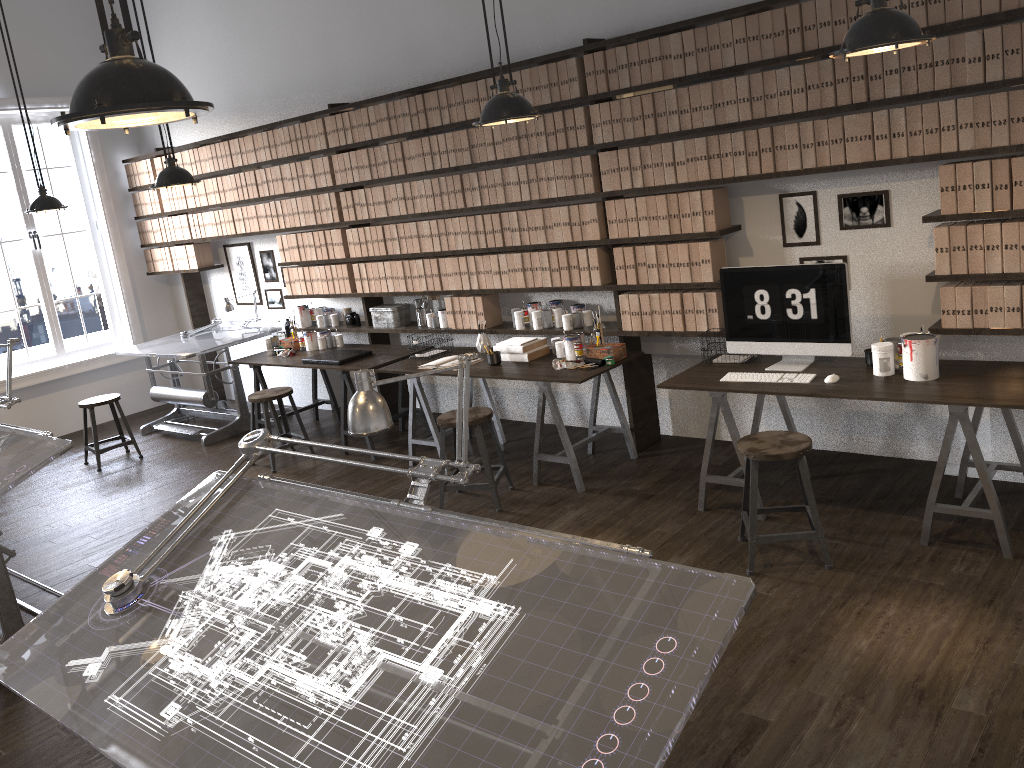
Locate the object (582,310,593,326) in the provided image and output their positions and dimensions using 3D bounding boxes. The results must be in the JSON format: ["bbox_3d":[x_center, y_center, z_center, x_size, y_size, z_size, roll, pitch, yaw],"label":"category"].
[{"bbox_3d":[0.476,-0.413,5.563,0.062,0.095,0.062,-12,12,-16],"label":"object"}]

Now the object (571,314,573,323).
[{"bbox_3d":[0.365,-0.398,5.613,0.054,0.080,0.055,-1,13,31],"label":"object"}]

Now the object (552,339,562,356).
[{"bbox_3d":[0.283,-0.224,5.453,0.063,0.092,0.063,-10,12,-7],"label":"object"}]

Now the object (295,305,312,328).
[{"bbox_3d":[-1.721,-0.559,7.321,0.107,0.175,0.108,2,15,42],"label":"object"}]

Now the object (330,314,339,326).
[{"bbox_3d":[-1.428,-0.514,7.133,0.062,0.093,0.062,-2,13,27],"label":"object"}]

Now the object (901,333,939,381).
[{"bbox_3d":[1.809,-0.116,3.922,0.144,0.194,0.147,-5,12,14],"label":"object"}]

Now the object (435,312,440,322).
[{"bbox_3d":[-0.521,-0.474,6.422,0.062,0.092,0.064,-8,12,4],"label":"object"}]

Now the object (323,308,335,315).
[{"bbox_3d":[-1.493,-0.553,7.280,0.094,0.127,0.095,-12,12,-18],"label":"object"}]

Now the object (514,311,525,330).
[{"bbox_3d":[0.051,-0.415,5.784,0.062,0.118,0.062,-8,11,1],"label":"object"}]

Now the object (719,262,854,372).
[{"bbox_3d":[1.366,-0.338,4.394,0.644,0.513,0.206,3,15,41],"label":"object"}]

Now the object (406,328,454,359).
[{"bbox_3d":[-0.554,-0.277,6.054,0.204,0.159,0.287,2,17,40],"label":"object"}]

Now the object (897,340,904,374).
[{"bbox_3d":[1.792,-0.119,4.030,0.068,0.153,0.069,-5,12,18],"label":"object"}]

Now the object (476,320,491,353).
[{"bbox_3d":[-0.197,-0.316,5.900,0.101,0.207,0.102,-9,11,-3],"label":"object"}]

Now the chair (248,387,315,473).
[{"bbox_3d":[-1.684,0.315,6.350,0.361,0.523,0.372,-18,15,-39],"label":"chair"}]

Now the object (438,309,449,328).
[{"bbox_3d":[-0.471,-0.466,6.304,0.095,0.127,0.095,-18,15,-41],"label":"object"}]

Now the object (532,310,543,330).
[{"bbox_3d":[0.163,-0.409,5.693,0.062,0.118,0.062,-6,11,10],"label":"object"}]

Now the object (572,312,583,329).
[{"bbox_3d":[0.411,-0.398,5.541,0.063,0.094,0.063,-12,12,-16],"label":"object"}]

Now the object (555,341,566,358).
[{"bbox_3d":[0.297,-0.210,5.384,0.062,0.093,0.062,-8,11,1],"label":"object"}]

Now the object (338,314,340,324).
[{"bbox_3d":[-1.432,-0.524,7.220,0.054,0.079,0.054,-13,12,-21],"label":"object"}]

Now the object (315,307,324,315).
[{"bbox_3d":[-1.594,-0.575,7.391,0.072,0.128,0.072,-9,11,-1],"label":"object"}]

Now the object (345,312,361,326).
[{"bbox_3d":[-1.272,-0.508,6.980,0.171,0.107,0.092,3,16,41],"label":"object"}]

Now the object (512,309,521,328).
[{"bbox_3d":[0.037,-0.429,5.853,0.063,0.117,0.063,-10,11,-7],"label":"object"}]

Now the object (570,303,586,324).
[{"bbox_3d":[0.427,-0.443,5.662,0.094,0.128,0.096,-2,13,28],"label":"object"}]

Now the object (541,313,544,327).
[{"bbox_3d":[0.218,-0.420,5.762,0.054,0.100,0.054,-15,13,-31],"label":"object"}]

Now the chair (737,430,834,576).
[{"bbox_3d":[1.163,0.503,3.855,0.358,0.523,0.376,-6,12,10],"label":"chair"}]

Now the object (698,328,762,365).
[{"bbox_3d":[1.157,-0.201,4.704,0.284,0.159,0.206,0,15,33],"label":"object"}]

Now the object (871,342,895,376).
[{"bbox_3d":[1.701,-0.113,4.058,0.095,0.143,0.095,-13,12,-22],"label":"object"}]

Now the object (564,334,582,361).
[{"bbox_3d":[0.369,-0.219,5.300,0.105,0.140,0.105,-18,15,-40],"label":"object"}]

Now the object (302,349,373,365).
[{"bbox_3d":[-1.267,-0.196,6.413,0.446,0.033,0.315,3,18,40],"label":"object"}]

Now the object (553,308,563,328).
[{"bbox_3d":[0.297,-0.422,5.667,0.062,0.118,0.062,-6,11,10],"label":"object"}]

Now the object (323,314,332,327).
[{"bbox_3d":[-1.490,-0.511,7.157,0.062,0.092,0.064,-2,13,27],"label":"object"}]

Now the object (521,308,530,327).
[{"bbox_3d":[0.090,-0.432,5.830,0.045,0.126,0.045,1,15,41],"label":"object"}]

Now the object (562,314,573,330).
[{"bbox_3d":[0.347,-0.386,5.527,0.062,0.095,0.062,-12,12,-16],"label":"object"}]

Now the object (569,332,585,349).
[{"bbox_3d":[0.402,-0.244,5.411,0.095,0.127,0.095,1,15,37],"label":"object"}]

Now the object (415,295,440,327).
[{"bbox_3d":[-0.634,-0.561,6.471,0.181,0.269,0.158,-3,13,25],"label":"object"}]

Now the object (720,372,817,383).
[{"bbox_3d":[1.229,-0.029,4.264,0.439,0.017,0.120,2,17,36],"label":"object"}]

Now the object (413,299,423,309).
[{"bbox_3d":[-0.686,-0.542,6.629,0.078,0.186,0.079,-4,12,20],"label":"object"}]

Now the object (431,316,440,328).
[{"bbox_3d":[-0.498,-0.464,6.382,0.182,0.092,0.062,-17,14,-34],"label":"object"}]

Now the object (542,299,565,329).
[{"bbox_3d":[0.260,-0.450,5.734,0.094,0.160,0.207,2,16,42],"label":"object"}]

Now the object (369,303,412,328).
[{"bbox_3d":[-0.918,-0.518,6.719,0.317,0.151,0.194,3,17,40],"label":"object"}]

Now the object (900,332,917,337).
[{"bbox_3d":[1.878,-0.163,4.162,0.095,0.143,0.095,-15,13,-31],"label":"object"}]

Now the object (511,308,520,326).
[{"bbox_3d":[0.032,-0.444,5.918,0.062,0.118,0.062,-10,11,-7],"label":"object"}]

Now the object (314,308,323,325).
[{"bbox_3d":[-1.593,-0.557,7.312,0.070,0.129,0.071,-10,11,-10],"label":"object"}]

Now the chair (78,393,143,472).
[{"bbox_3d":[-3.218,0.372,7.036,0.361,0.523,0.372,-18,15,-39],"label":"chair"}]

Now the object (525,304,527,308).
[{"bbox_3d":[0.108,-0.467,5.902,0.004,0.129,0.035,-17,14,-40],"label":"object"}]

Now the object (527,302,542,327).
[{"bbox_3d":[0.155,-0.453,5.810,0.095,0.160,0.095,0,14,37],"label":"object"}]

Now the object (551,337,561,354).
[{"bbox_3d":[0.278,-0.239,5.518,0.062,0.093,0.062,-10,12,-7],"label":"object"}]

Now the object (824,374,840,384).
[{"bbox_3d":[1.473,-0.026,4.070,0.059,0.028,0.107,2,16,37],"label":"object"}]

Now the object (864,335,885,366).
[{"bbox_3d":[1.734,-0.156,4.231,0.096,0.141,0.093,-4,12,21],"label":"object"}]

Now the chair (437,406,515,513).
[{"bbox_3d":[-0.229,0.425,5.015,0.371,0.523,0.362,-5,12,15],"label":"chair"}]

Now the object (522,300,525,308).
[{"bbox_3d":[0.093,-0.472,5.890,0.041,0.167,0.009,2,15,44],"label":"object"}]

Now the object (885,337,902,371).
[{"bbox_3d":[1.788,-0.139,4.117,0.096,0.142,0.097,-15,13,-31],"label":"object"}]

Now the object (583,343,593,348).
[{"bbox_3d":[0.459,-0.197,5.263,0.060,0.088,0.060,3,16,45],"label":"object"}]

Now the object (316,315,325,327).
[{"bbox_3d":[-1.552,-0.510,7.191,0.062,0.093,0.062,-2,13,27],"label":"object"}]
